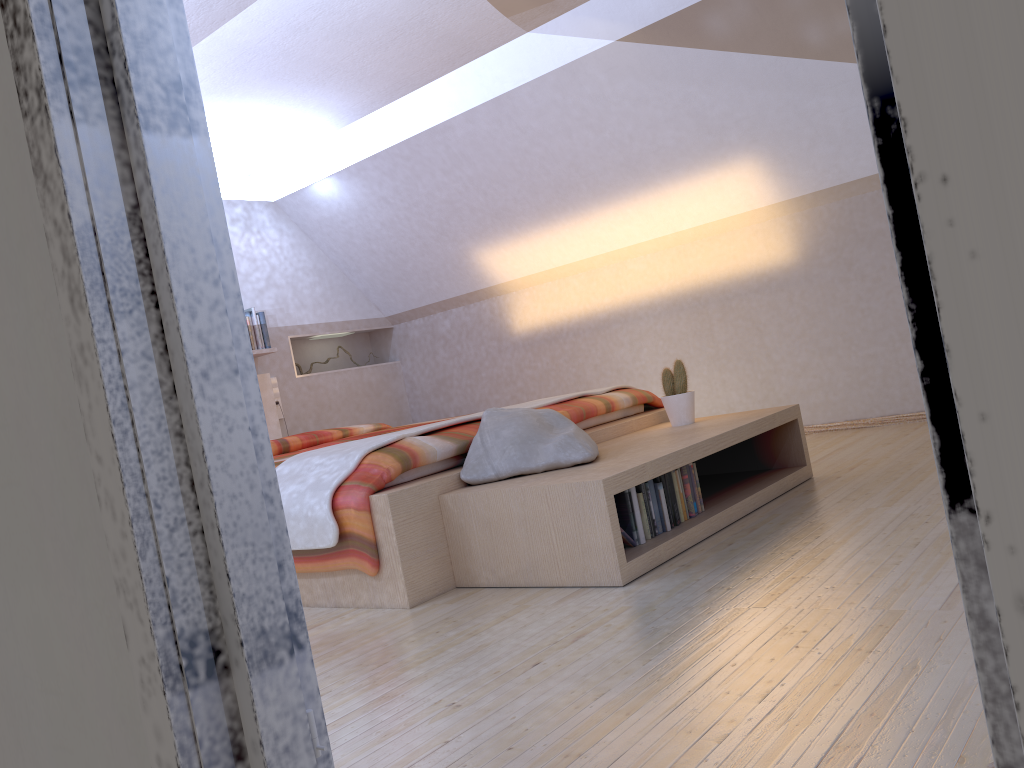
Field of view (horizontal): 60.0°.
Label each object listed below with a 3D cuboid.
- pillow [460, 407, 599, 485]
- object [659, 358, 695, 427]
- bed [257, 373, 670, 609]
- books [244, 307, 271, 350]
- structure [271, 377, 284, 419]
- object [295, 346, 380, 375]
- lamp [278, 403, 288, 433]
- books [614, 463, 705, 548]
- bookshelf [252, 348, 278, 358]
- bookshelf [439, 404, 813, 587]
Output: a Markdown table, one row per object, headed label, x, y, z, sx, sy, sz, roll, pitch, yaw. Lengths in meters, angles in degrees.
| label | x | y | z | sx | sy | sz | roll | pitch | yaw |
| --- | --- | --- | --- | --- | --- | --- | --- | --- | --- |
| pillow | 0.059 | 0.188 | 3.160 | 0.470 | 0.241 | 0.498 | -11 | 0 | 4 |
| object | 0.693 | 0.034 | 3.728 | 0.144 | 0.294 | 0.144 | -11 | 0 | -26 |
| bed | -0.958 | 0.304 | 4.404 | 3.009 | 0.994 | 2.087 | -11 | 0 | 39 |
| books | -1.732 | -0.352 | 5.866 | 0.200 | 0.281 | 0.145 | -11 | 0 | 39 |
| structure | -1.621 | 0.099 | 6.060 | 0.034 | 0.286 | 0.077 | -11 | 0 | 39 |
| object | -1.318 | -0.193 | 6.729 | 0.085 | 0.193 | 0.905 | -11 | 0 | 39 |
| lamp | -0.376 | 0.289 | 5.524 | 2.551 | 0.788 | 0.396 | -11 | 0 | 30 |
| books | 0.398 | 0.392 | 2.842 | 0.157 | 0.193 | 0.652 | -11 | 0 | 39 |
| bookshelf | -1.921 | -0.155 | 5.585 | 0.223 | 0.028 | 0.916 | -11 | 0 | 39 |
| bookshelf | 0.497 | 0.370 | 3.251 | 0.643 | 0.303 | 1.495 | -11 | 0 | 39 |
